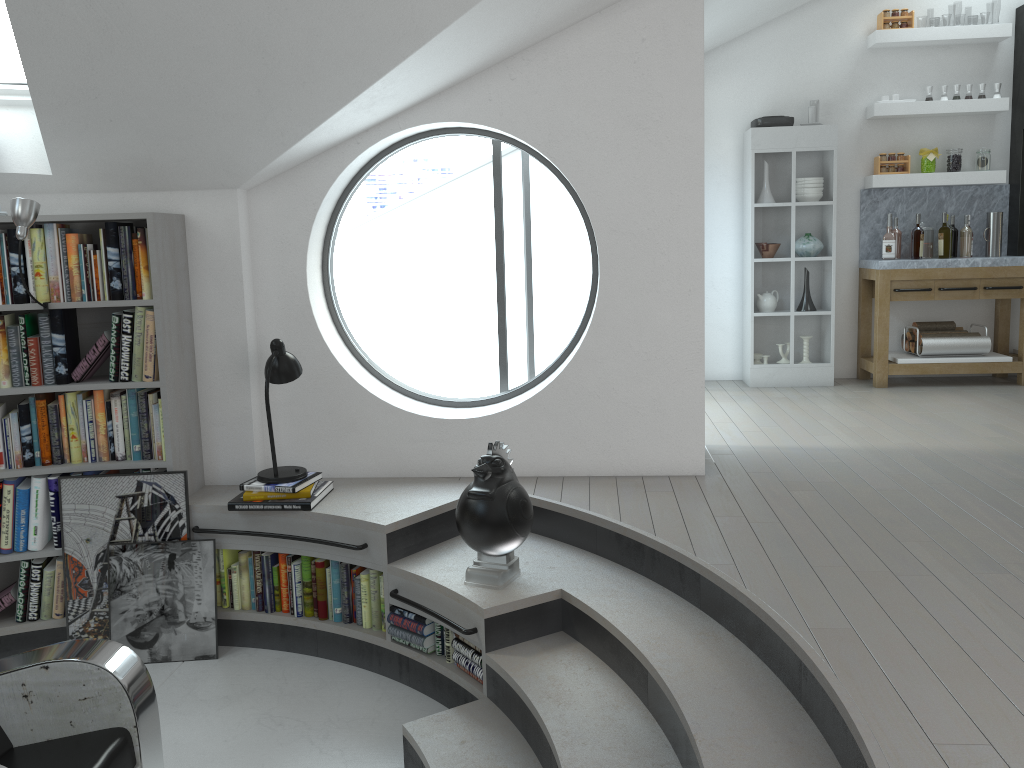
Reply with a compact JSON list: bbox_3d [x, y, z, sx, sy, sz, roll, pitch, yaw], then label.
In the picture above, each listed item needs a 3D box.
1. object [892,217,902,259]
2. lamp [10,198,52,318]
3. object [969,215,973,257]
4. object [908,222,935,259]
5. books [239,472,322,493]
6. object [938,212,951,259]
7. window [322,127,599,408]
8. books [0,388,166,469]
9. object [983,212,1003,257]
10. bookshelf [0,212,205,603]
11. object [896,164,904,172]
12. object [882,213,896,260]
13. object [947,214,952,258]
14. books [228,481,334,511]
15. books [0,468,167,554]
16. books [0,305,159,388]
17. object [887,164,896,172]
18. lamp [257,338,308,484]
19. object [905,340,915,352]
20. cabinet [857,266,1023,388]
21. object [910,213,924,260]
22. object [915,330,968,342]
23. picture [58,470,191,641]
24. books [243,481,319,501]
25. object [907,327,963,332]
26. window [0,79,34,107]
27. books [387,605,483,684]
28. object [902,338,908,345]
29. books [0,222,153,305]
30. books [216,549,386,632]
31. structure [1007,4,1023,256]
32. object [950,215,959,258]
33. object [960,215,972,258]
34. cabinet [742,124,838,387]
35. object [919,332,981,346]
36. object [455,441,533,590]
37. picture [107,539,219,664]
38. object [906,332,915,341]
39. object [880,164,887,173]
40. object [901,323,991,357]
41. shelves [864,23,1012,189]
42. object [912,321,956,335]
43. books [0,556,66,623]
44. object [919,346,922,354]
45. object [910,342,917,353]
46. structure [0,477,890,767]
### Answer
[{"bbox_3d":[2.995,-1.134,6.919,0.085,0.329,0.086,0,8,14],"label":"object"},{"bbox_3d":[-2.074,-0.543,3.881,0.112,0.523,0.276,-2,8,-4],"label":"lamp"},{"bbox_3d":[3.537,-1.147,6.885,0.081,0.328,0.081,3,9,32],"label":"object"},{"bbox_3d":[3.190,-1.120,6.908,0.184,0.285,0.184,3,9,29],"label":"object"},{"bbox_3d":[-1.088,0.461,4.189,0.286,0.031,0.270,1,9,15],"label":"books"},{"bbox_3d":[3.278,-1.121,6.721,0.093,0.357,0.092,-8,10,-40],"label":"object"},{"bbox_3d":[-0.276,-0.606,4.700,1.470,1.465,0.104,-1,7,5],"label":"window"},{"bbox_3d":[-2.098,0.200,4.199,1.021,0.346,0.276,-3,8,-10],"label":"books"},{"bbox_3d":[3.688,-1.148,6.810,0.164,0.338,0.114,-1,8,8],"label":"object"},{"bbox_3d":[-2.798,0.460,2.407,2.108,1.873,4.351,-1,9,5],"label":"bookshelf"},{"bbox_3d":[3.030,-1.681,6.915,0.059,0.075,0.059,3,9,28],"label":"object"},{"bbox_3d":[2.910,-1.133,6.835,0.088,0.358,0.086,2,8,26],"label":"object"},{"bbox_3d":[3.338,-1.135,6.824,0.092,0.338,0.092,1,8,23],"label":"object"},{"bbox_3d":[-1.086,0.529,4.198,0.388,0.042,0.367,-1,9,5],"label":"books"},{"bbox_3d":[-2.151,0.583,4.219,1.184,0.357,0.305,-4,8,-14],"label":"books"},{"bbox_3d":[-2.114,-0.178,4.142,1.052,0.357,0.280,-3,8,-9],"label":"books"},{"bbox_3d":[2.963,-1.680,6.921,0.059,0.075,0.059,3,9,28],"label":"object"},{"bbox_3d":[-1.089,0.115,4.180,0.233,0.658,0.324,1,8,20],"label":"lamp"},{"bbox_3d":[3.341,-0.306,6.977,0.455,0.089,0.091,-1,8,3],"label":"object"},{"bbox_3d":[6.004,-0.477,6.876,6.427,1.018,1.008,-1,8,5],"label":"cabinet"},{"bbox_3d":[3.081,-1.114,6.736,0.092,0.358,0.093,4,10,39],"label":"object"},{"bbox_3d":[3.317,-0.370,6.849,0.362,0.086,0.101,-1,8,3],"label":"object"},{"bbox_3d":[-1.792,0.845,4.136,0.578,0.860,0.091,-2,7,-5],"label":"picture"},{"bbox_3d":[-1.087,0.493,4.193,0.304,0.034,0.287,-2,9,-5],"label":"books"},{"bbox_3d":[3.356,-0.410,7.023,0.422,0.072,0.071,-1,8,3],"label":"object"},{"bbox_3d":[-2.852,-1.291,2.183,1.932,0.710,4.072,-1,9,5],"label":"window"},{"bbox_3d":[-0.230,1.050,3.662,0.240,0.167,0.666,-10,12,-44],"label":"books"},{"bbox_3d":[3.350,-0.327,7.062,0.437,0.092,0.092,-1,8,3],"label":"object"},{"bbox_3d":[-2.137,-0.558,4.093,1.014,0.361,0.294,-4,8,-12],"label":"books"},{"bbox_3d":[-1.014,0.923,4.188,1.147,0.297,0.273,1,9,19],"label":"books"},{"bbox_3d":[4.430,-1.967,6.932,1.075,1.877,0.783,-1,8,5],"label":"structure"},{"bbox_3d":[3.431,-1.148,6.909,0.085,0.329,0.086,0,8,14],"label":"object"},{"bbox_3d":[3.479,-1.128,6.792,0.085,0.329,0.086,0,8,14],"label":"object"},{"bbox_3d":[2.173,-0.989,6.978,0.642,1.982,0.362,-1,7,5],"label":"cabinet"},{"bbox_3d":[3.339,-0.343,6.773,0.437,0.093,0.093,-1,8,3],"label":"object"},{"bbox_3d":[-0.071,0.509,3.587,0.321,0.560,0.321,-5,8,-22],"label":"object"},{"bbox_3d":[-1.613,1.007,4.097,0.489,0.553,0.107,-2,7,-5],"label":"picture"},{"bbox_3d":[3.334,-0.374,6.951,0.435,0.079,0.115,-1,8,3],"label":"object"},{"bbox_3d":[2.896,-1.679,6.927,0.059,0.075,0.059,3,9,28],"label":"object"},{"bbox_3d":[3.366,-0.343,6.896,0.527,0.230,0.431,-1,9,3],"label":"object"},{"bbox_3d":[5.544,-2.111,6.950,5.549,1.357,0.482,-2,7,0],"label":"shelves"},{"bbox_3d":[3.285,-0.435,6.902,0.292,0.102,0.104,-1,8,3],"label":"object"},{"bbox_3d":[-2.736,1.007,3.970,1.499,0.310,0.360,-7,10,-33],"label":"books"},{"bbox_3d":[3.350,-0.270,6.819,0.422,0.067,0.067,-1,8,3],"label":"object"},{"bbox_3d":[3.356,-0.292,6.893,0.479,0.083,0.094,-1,8,3],"label":"object"},{"bbox_3d":[-1.402,1.195,2.382,4.719,0.690,4.718,-9,12,-39],"label":"structure"}]
